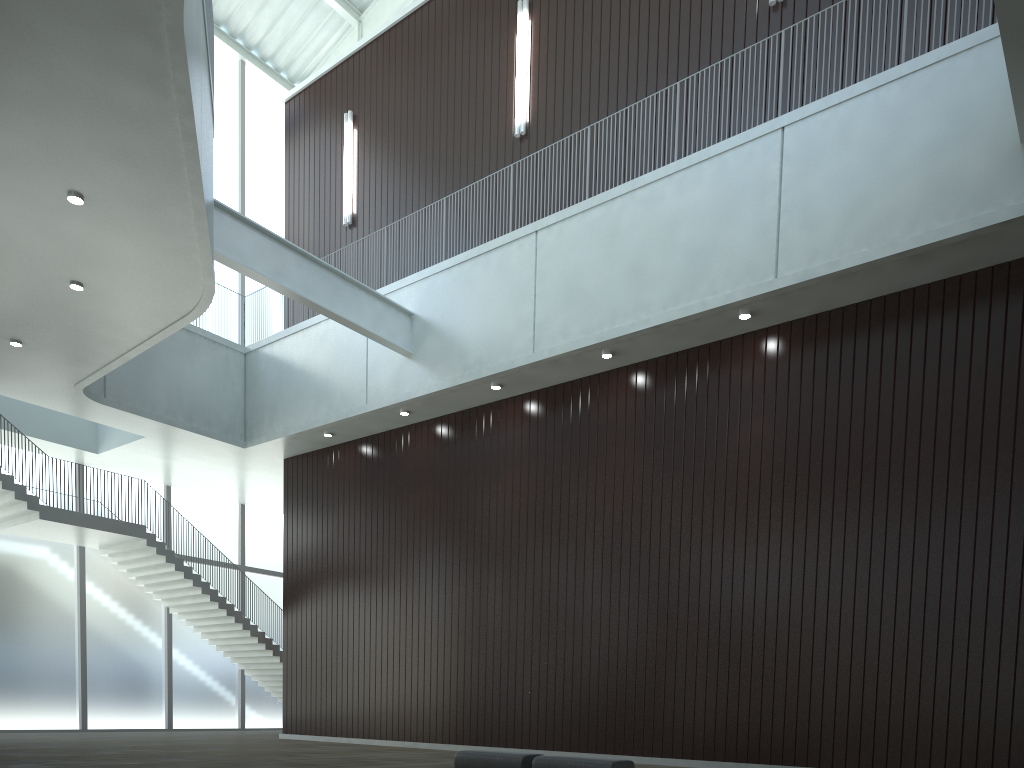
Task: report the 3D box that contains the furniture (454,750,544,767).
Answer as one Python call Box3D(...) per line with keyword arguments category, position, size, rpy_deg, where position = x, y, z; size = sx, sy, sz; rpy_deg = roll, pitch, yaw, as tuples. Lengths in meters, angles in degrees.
Box3D(category="furniture", position=(-0.536, 17.596, 37.189), size=(4.091, 1.042, 2.229), rpy_deg=(-14, -23, 36))

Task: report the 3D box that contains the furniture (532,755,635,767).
Box3D(category="furniture", position=(3.050, 16.575, 34.441), size=(4.091, 1.042, 2.229), rpy_deg=(-14, -23, 36))
